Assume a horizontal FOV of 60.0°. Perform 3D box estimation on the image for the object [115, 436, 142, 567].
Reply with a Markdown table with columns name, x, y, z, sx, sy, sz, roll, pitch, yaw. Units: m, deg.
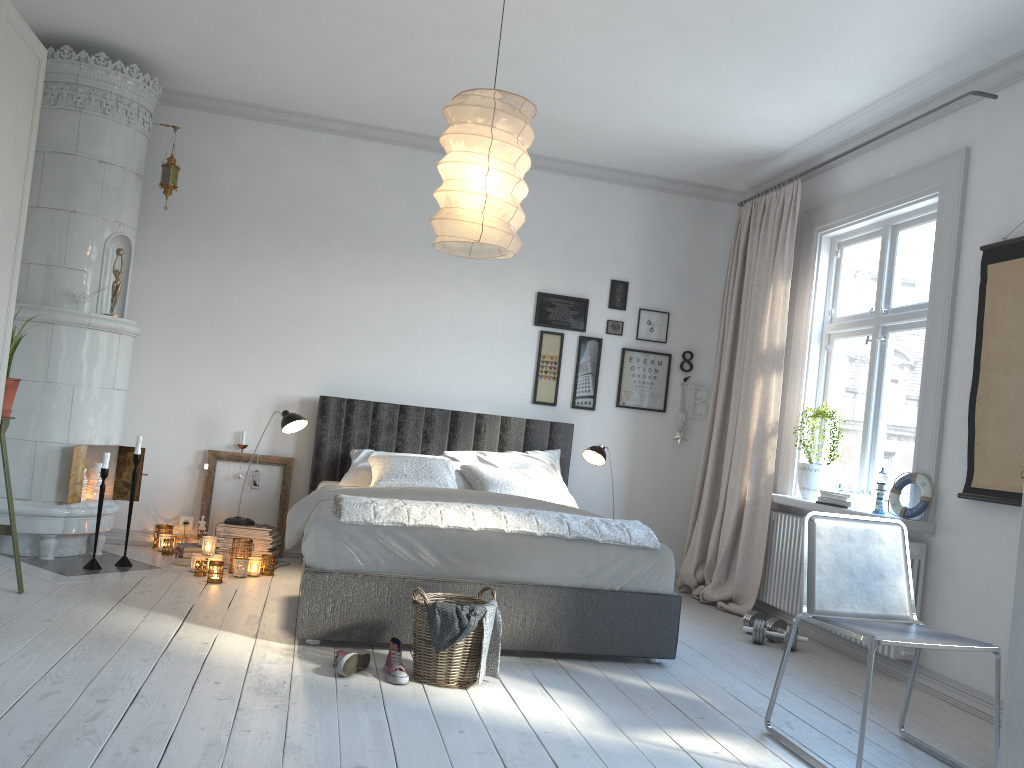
| name | x | y | z | sx | sy | sz | roll | pitch | yaw |
| --- | --- | --- | --- | --- | --- | --- | --- | --- | --- |
| object | -2.070 | 0.630 | 4.827 | 0.091 | 0.718 | 0.091 | 6 | -2 | -3 |

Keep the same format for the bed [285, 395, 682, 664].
| name | x | y | z | sx | sy | sz | roll | pitch | yaw |
| --- | --- | --- | --- | --- | --- | --- | --- | --- | --- |
| bed | -0.237 | 0.665 | 4.794 | 1.889 | 1.046 | 2.177 | 7 | -3 | -12 |

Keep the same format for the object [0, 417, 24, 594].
| name | x | y | z | sx | sy | sz | roll | pitch | yaw |
| --- | --- | --- | --- | --- | --- | --- | --- | --- | --- |
| object | -2.321 | 0.522 | 3.744 | 0.431 | 0.774 | 0.671 | 7 | -2 | -12 |

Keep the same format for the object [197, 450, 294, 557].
| name | x | y | z | sx | sy | sz | roll | pitch | yaw |
| --- | --- | --- | --- | --- | --- | --- | --- | --- | --- |
| object | -1.684 | 0.756 | 5.603 | 0.528 | 0.630 | 0.082 | 7 | -2 | -12 |

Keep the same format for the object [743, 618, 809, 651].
| name | x | y | z | sx | sy | sz | roll | pitch | yaw |
| --- | --- | --- | --- | --- | --- | --- | --- | --- | --- |
| object | 1.367 | 1.299 | 4.604 | 0.328 | 0.129 | 0.129 | 5 | -2 | 23 |

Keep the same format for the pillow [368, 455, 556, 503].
| name | x | y | z | sx | sy | sz | roll | pitch | yaw |
| --- | --- | --- | --- | --- | --- | --- | --- | --- | --- |
| pillow | -0.286 | 0.569 | 5.223 | 1.147 | 0.225 | 0.415 | 7 | -3 | -19 |

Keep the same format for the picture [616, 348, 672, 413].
| name | x | y | z | sx | sy | sz | roll | pitch | yaw |
| --- | --- | --- | --- | --- | --- | --- | --- | --- | --- |
| picture | 0.926 | -0.025 | 6.214 | 0.365 | 0.415 | 0.021 | 7 | -2 | -12 |

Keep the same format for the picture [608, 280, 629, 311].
| name | x | y | z | sx | sy | sz | roll | pitch | yaw |
| --- | --- | --- | --- | --- | --- | --- | --- | --- | --- |
| picture | 0.743 | -0.620 | 6.181 | 0.128 | 0.202 | 0.011 | 7 | -2 | -12 |

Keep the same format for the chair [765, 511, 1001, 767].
| name | x | y | z | sx | sy | sz | roll | pitch | yaw |
| --- | --- | --- | --- | --- | --- | --- | --- | --- | --- |
| chair | 1.269 | 0.871 | 2.991 | 0.562 | 0.797 | 0.525 | 7 | -2 | -12 |

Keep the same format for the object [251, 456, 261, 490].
| name | x | y | z | sx | sy | sz | roll | pitch | yaw |
| --- | --- | --- | --- | --- | --- | --- | --- | --- | --- |
| object | -1.617 | 0.555 | 5.628 | 0.062 | 0.228 | 0.063 | 6 | -2 | 12 |

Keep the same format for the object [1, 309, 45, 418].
| name | x | y | z | sx | sy | sz | roll | pitch | yaw |
| --- | --- | --- | --- | --- | --- | --- | --- | --- | --- |
| object | -2.266 | -0.101 | 3.977 | 0.334 | 0.498 | 0.300 | 7 | -2 | -29 |

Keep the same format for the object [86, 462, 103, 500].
| name | x | y | z | sx | sy | sz | roll | pitch | yaw |
| --- | --- | --- | --- | --- | --- | --- | --- | --- | --- |
| object | -2.352 | 0.550 | 5.016 | 0.098 | 0.210 | 0.098 | 7 | -2 | -14 |

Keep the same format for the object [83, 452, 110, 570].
| name | x | y | z | sx | sy | sz | roll | pitch | yaw |
| --- | --- | --- | --- | --- | --- | --- | --- | --- | --- |
| object | -2.167 | 0.660 | 4.662 | 0.091 | 0.622 | 0.091 | 7 | -2 | -34 |

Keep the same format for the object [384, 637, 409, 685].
| name | x | y | z | sx | sy | sz | roll | pitch | yaw |
| --- | --- | --- | --- | --- | --- | --- | --- | --- | --- |
| object | -0.429 | 1.044 | 3.340 | 0.083 | 0.122 | 0.222 | 7 | -3 | -12 |

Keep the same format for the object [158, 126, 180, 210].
| name | x | y | z | sx | sy | sz | roll | pitch | yaw |
| --- | --- | --- | --- | --- | --- | --- | --- | --- | --- |
| object | -2.032 | -1.278 | 5.275 | 0.117 | 0.505 | 0.105 | 8 | -2 | -39 |

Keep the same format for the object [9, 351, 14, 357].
| name | x | y | z | sx | sy | sz | roll | pitch | yaw |
| --- | --- | --- | --- | --- | --- | --- | --- | --- | --- |
| object | -2.235 | -0.043 | 3.770 | 0.234 | 0.369 | 0.258 | 6 | -2 | 0 |

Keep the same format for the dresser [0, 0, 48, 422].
| name | x | y | z | sx | sy | sz | roll | pitch | yaw |
| --- | --- | --- | --- | --- | --- | --- | --- | --- | --- |
| dresser | -1.979 | -0.214 | 2.495 | 0.631 | 2.161 | 1.432 | 7 | -2 | -12 |

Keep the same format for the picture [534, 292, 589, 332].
| name | x | y | z | sx | sy | sz | roll | pitch | yaw |
| --- | --- | --- | --- | --- | --- | --- | --- | --- | --- |
| picture | 0.343 | -0.493 | 6.090 | 0.366 | 0.232 | 0.020 | 7 | -2 | -12 |

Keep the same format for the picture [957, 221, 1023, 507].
| name | x | y | z | sx | sy | sz | roll | pitch | yaw |
| --- | --- | --- | --- | --- | --- | --- | --- | --- | --- |
| picture | 2.156 | -0.152 | 3.590 | 0.057 | 1.312 | 0.793 | 7 | -2 | -12 |

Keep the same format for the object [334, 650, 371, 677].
| name | x | y | z | sx | sy | sz | roll | pitch | yaw |
| --- | --- | --- | --- | --- | --- | --- | --- | --- | --- |
| object | -0.633 | 1.039 | 3.342 | 0.120 | 0.084 | 0.222 | 6 | -3 | 17 |

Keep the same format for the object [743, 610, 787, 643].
| name | x | y | z | sx | sy | sz | roll | pitch | yaw |
| --- | --- | --- | --- | --- | --- | --- | --- | --- | --- |
| object | 1.369 | 1.309 | 4.793 | 0.129 | 0.128 | 0.328 | 7 | -3 | -27 |

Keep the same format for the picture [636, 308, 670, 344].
| name | x | y | z | sx | sy | sz | roll | pitch | yaw |
| --- | --- | --- | --- | --- | --- | --- | --- | --- | --- |
| picture | 0.991 | -0.407 | 6.234 | 0.225 | 0.220 | 0.010 | 7 | -2 | -12 |

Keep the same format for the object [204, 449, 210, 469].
| name | x | y | z | sx | sy | sz | roll | pitch | yaw |
| --- | --- | --- | --- | --- | --- | --- | --- | --- | --- |
| object | -1.914 | 0.472 | 5.564 | 0.024 | 0.126 | 0.023 | 7 | -2 | -28 |

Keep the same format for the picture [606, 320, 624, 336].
| name | x | y | z | sx | sy | sz | roll | pitch | yaw |
| --- | --- | --- | --- | --- | --- | --- | --- | --- | --- |
| picture | 0.717 | -0.391 | 6.174 | 0.119 | 0.098 | 0.010 | 7 | -2 | -12 |

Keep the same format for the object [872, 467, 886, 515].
| name | x | y | z | sx | sy | sz | roll | pitch | yaw |
| --- | --- | --- | --- | --- | --- | --- | --- | --- | --- |
| object | 1.841 | 0.531 | 4.427 | 0.060 | 0.235 | 0.059 | 5 | -2 | 30 |

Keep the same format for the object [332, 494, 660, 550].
| name | x | y | z | sx | sy | sz | roll | pitch | yaw |
| --- | --- | --- | --- | --- | --- | --- | --- | --- | --- |
| object | -0.062 | 0.607 | 3.969 | 1.461 | 0.104 | 0.405 | 7 | -3 | -12 |

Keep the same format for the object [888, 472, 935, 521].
| name | x | y | z | sx | sy | sz | roll | pitch | yaw |
| --- | --- | --- | --- | --- | --- | --- | --- | --- | --- |
| object | 1.900 | 0.533 | 4.226 | 0.079 | 0.227 | 0.236 | 7 | -2 | -26 |

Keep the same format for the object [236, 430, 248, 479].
| name | x | y | z | sx | sy | sz | roll | pitch | yaw |
| --- | --- | --- | --- | --- | --- | --- | --- | --- | --- |
| object | -1.714 | 0.450 | 5.623 | 0.067 | 0.320 | 0.067 | 5 | -2 | 37 |

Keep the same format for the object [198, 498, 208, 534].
| name | x | y | z | sx | sy | sz | roll | pitch | yaw |
| --- | --- | --- | --- | --- | --- | --- | --- | --- | --- |
| object | -1.918 | 0.824 | 5.530 | 0.062 | 0.220 | 0.028 | 7 | -2 | -17 |

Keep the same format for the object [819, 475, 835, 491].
| name | x | y | z | sx | sy | sz | roll | pitch | yaw |
| --- | --- | --- | --- | --- | --- | --- | --- | --- | --- |
| object | 1.760 | 0.583 | 4.949 | 0.059 | 0.165 | 0.196 | 5 | -3 | 38 |

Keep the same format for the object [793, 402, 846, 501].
| name | x | y | z | sx | sy | sz | roll | pitch | yaw |
| --- | --- | --- | --- | --- | --- | --- | --- | --- | --- |
| object | 1.780 | 0.389 | 5.138 | 0.217 | 0.573 | 0.384 | 7 | -2 | -31 |

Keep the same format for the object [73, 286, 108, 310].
| name | x | y | z | sx | sy | sz | roll | pitch | yaw |
| --- | --- | --- | --- | --- | --- | --- | --- | --- | --- |
| object | -2.288 | -0.468 | 4.807 | 0.059 | 0.165 | 0.196 | 5 | -3 | 33 |

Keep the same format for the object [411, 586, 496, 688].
| name | x | y | z | sx | sy | sz | roll | pitch | yaw |
| --- | --- | --- | --- | --- | --- | --- | --- | --- | --- |
| object | -0.237 | 0.951 | 3.387 | 0.319 | 0.351 | 0.320 | 6 | -2 | 20 |

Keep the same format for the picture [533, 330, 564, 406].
| name | x | y | z | sx | sy | sz | roll | pitch | yaw |
| --- | --- | --- | --- | --- | --- | --- | --- | --- | --- |
| picture | 0.251 | -0.107 | 6.068 | 0.165 | 0.504 | 0.020 | 7 | -2 | -12 |

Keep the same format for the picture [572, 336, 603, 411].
| name | x | y | z | sx | sy | sz | roll | pitch | yaw |
| --- | --- | --- | --- | --- | --- | --- | --- | --- | --- |
| picture | 0.520 | -0.075 | 6.126 | 0.165 | 0.504 | 0.020 | 7 | -2 | -12 |

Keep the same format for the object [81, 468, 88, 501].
| name | x | y | z | sx | sy | sz | roll | pitch | yaw |
| --- | --- | --- | --- | --- | --- | --- | --- | --- | --- |
| object | -2.403 | 0.555 | 4.913 | 0.093 | 0.179 | 0.093 | 7 | -2 | -8 |
